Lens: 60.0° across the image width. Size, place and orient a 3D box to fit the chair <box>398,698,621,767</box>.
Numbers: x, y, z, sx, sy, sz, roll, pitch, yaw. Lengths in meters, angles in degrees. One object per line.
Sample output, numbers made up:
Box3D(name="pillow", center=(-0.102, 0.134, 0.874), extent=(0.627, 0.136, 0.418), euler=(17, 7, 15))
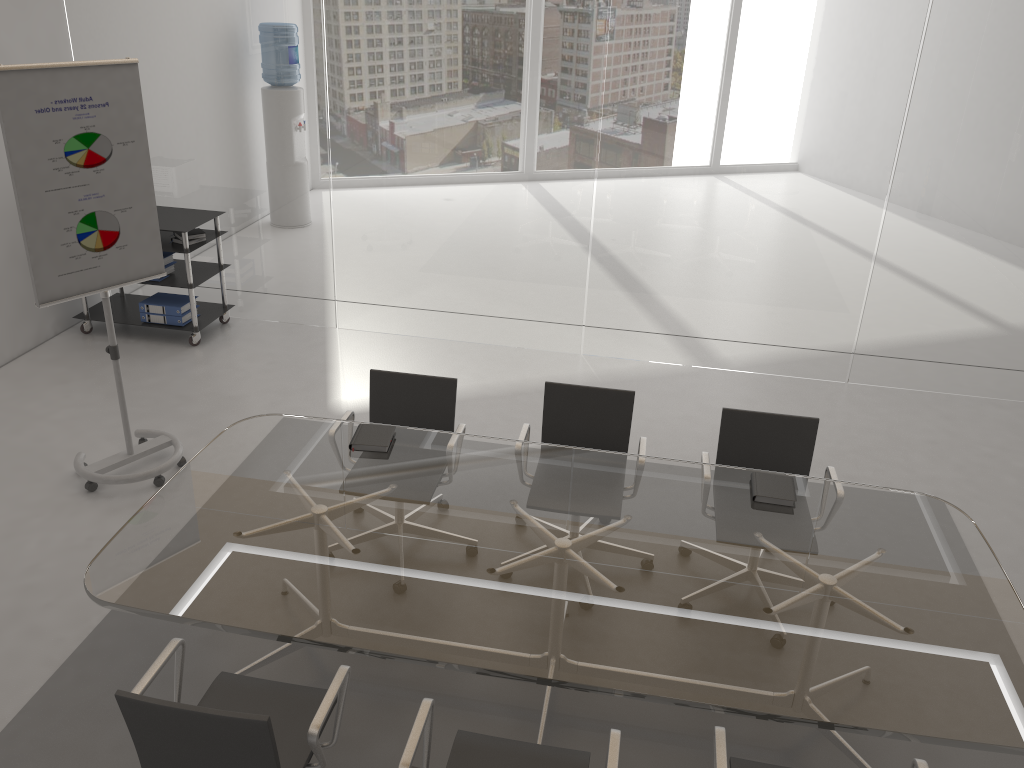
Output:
Box3D(name="chair", center=(-0.011, 1.185, 2.522), extent=(0.731, 0.805, 0.710), euler=(-1, 25, -7))

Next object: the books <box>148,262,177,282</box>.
Box3D(name="books", center=(-2.607, -0.816, 6.336), extent=(0.320, 0.077, 0.263), euler=(6, 25, 8))

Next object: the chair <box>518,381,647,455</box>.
Box3D(name="chair", center=(0.306, 0.495, 4.024), extent=(0.731, 0.805, 0.710), euler=(-1, 25, -7))

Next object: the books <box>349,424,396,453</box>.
Box3D(name="books", center=(-0.582, 0.226, 3.715), extent=(0.164, 0.032, 0.183), euler=(4, 25, 2))

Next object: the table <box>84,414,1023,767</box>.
Box3D(name="table", center=(0.167, 0.876, 3.288), extent=(3.054, 0.721, 1.372), euler=(6, 25, 8))

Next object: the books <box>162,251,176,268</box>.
Box3D(name="books", center=(-2.604, -0.883, 6.307), extent=(0.320, 0.077, 0.263), euler=(6, 25, 8))

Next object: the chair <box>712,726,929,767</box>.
Box3D(name="chair", center=(0.813, 1.247, 2.470), extent=(0.731, 0.805, 0.710), euler=(-1, 25, -7))

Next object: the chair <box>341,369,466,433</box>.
Box3D(name="chair", center=(-0.518, 0.437, 4.069), extent=(0.731, 0.805, 0.710), euler=(-1, 25, -7))

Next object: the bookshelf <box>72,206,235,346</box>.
Box3D(name="bookshelf", center=(-2.630, -0.805, 6.458), extent=(0.985, 0.855, 0.567), euler=(6, 25, 8))

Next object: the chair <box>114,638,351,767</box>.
Box3D(name="chair", center=(-0.796, 1.065, 2.703), extent=(0.731, 0.805, 0.710), euler=(-1, 25, -7))

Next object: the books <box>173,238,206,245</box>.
Box3D(name="books", center=(-2.275, -1.022, 6.252), extent=(0.146, 0.028, 0.170), euler=(15, 28, 25))

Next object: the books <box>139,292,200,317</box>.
Box3D(name="books", center=(-2.475, -0.576, 6.409), extent=(0.320, 0.077, 0.263), euler=(6, 25, 8))

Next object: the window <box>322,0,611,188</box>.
Box3D(name="window", center=(1.640, -4.904, 11.317), extent=(8.533, 4.498, 0.100), euler=(-7, 27, -19))

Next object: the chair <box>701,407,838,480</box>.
Box3D(name="chair", center=(1.093, 0.613, 3.849), extent=(0.731, 0.805, 0.710), euler=(-1, 25, -7))

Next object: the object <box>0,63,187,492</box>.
Box3D(name="object", center=(-2.016, -0.480, 4.369), extent=(0.560, 2.088, 0.553), euler=(0, 25, -5))

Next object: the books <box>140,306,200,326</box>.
Box3D(name="books", center=(-2.478, -0.510, 6.439), extent=(0.320, 0.077, 0.263), euler=(6, 25, 8))

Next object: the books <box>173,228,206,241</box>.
Box3D(name="books", center=(-2.269, -1.056, 6.248), extent=(0.183, 0.032, 0.164), euler=(-15, 30, -33))

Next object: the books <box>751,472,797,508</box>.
Box3D(name="books", center=(1.022, 0.412, 3.472), extent=(0.164, 0.032, 0.183), euler=(7, 25, 10))
